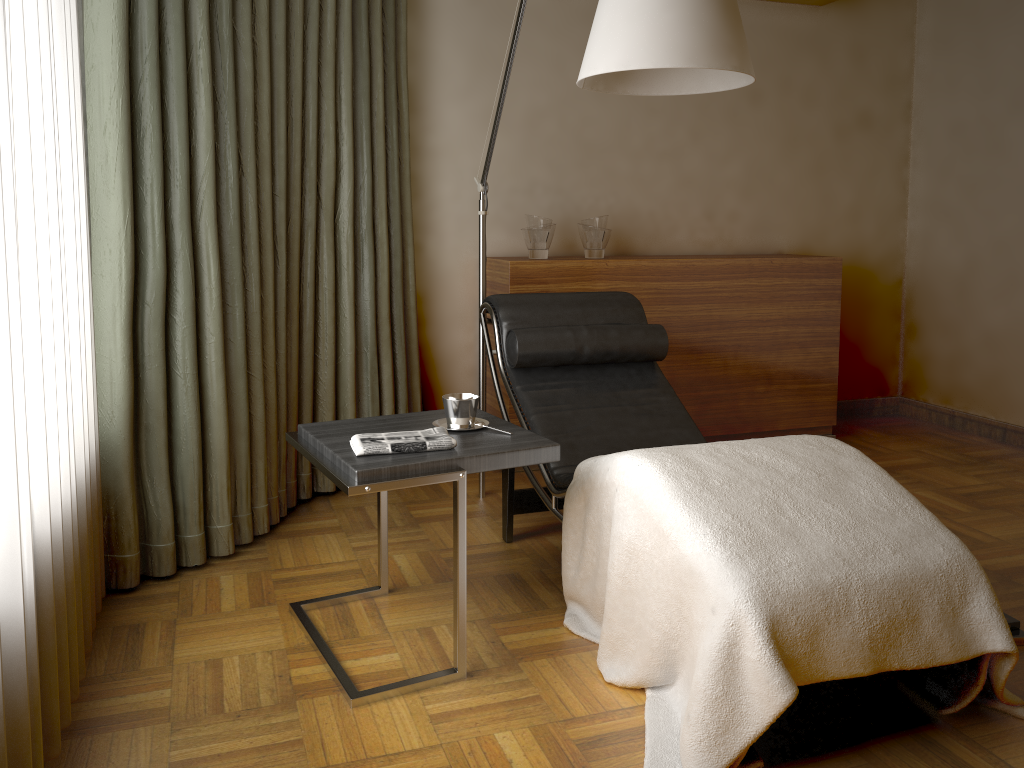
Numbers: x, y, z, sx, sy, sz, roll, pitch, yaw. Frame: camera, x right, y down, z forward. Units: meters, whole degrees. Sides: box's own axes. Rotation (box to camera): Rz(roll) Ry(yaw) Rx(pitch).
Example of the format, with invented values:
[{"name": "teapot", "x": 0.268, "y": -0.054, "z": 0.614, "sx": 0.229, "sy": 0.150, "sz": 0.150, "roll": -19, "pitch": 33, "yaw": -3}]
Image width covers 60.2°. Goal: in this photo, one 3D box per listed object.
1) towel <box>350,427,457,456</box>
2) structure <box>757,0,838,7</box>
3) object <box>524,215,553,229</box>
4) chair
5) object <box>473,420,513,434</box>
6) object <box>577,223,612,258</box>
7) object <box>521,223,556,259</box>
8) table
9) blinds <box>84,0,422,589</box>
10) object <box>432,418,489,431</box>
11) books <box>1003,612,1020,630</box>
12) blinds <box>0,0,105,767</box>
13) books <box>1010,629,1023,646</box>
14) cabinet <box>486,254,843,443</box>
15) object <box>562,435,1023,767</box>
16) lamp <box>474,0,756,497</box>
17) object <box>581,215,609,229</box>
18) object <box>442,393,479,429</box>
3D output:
[{"name": "towel", "x": -0.266, "y": 0.138, "z": 2.131, "sx": 0.241, "sy": 0.035, "sz": 0.180, "roll": -3, "pitch": 11, "yaw": -15}, {"name": "structure", "x": 0.588, "y": -1.926, "z": 4.089, "sx": 2.181, "sy": 0.129, "sz": 0.276, "roll": -3, "pitch": 10, "yaw": -19}, {"name": "object", "x": 0.115, "y": -0.662, "z": 3.849, "sx": 0.123, "sy": 0.148, "sz": 0.123, "roll": -5, "pitch": 9, "yaw": -37}, {"name": "chair", "x": 0.425, "y": 0.187, "z": 2.575, "sx": 0.636, "sy": 0.789, "sz": 1.807, "roll": -2, "pitch": 10, "yaw": -19}, {"name": "object", "x": -0.050, "y": 0.111, "z": 2.271, "sx": 0.124, "sy": 0.019, "sz": 0.029, "roll": 9, "pitch": 12, "yaw": 39}, {"name": "object", "x": 0.368, "y": -0.639, "z": 3.940, "sx": 0.156, "sy": 0.153, "sz": 0.157, "roll": -4, "pitch": 9, "yaw": -29}, {"name": "object", "x": 0.115, "y": -0.624, "z": 3.852, "sx": 0.156, "sy": 0.153, "sz": 0.157, "roll": 4, "pitch": 9, "yaw": 27}, {"name": "table", "x": -0.226, "y": 0.148, "z": 2.251, "sx": 0.519, "sy": 0.044, "sz": 0.504, "roll": -5, "pitch": 12, "yaw": -27}, {"name": "blinds", "x": -0.791, "y": -0.752, "z": 3.055, "sx": 0.225, "sy": 2.430, "sz": 1.545, "roll": 3, "pitch": 7, "yaw": 25}, {"name": "object", "x": -0.135, "y": 0.107, "z": 2.327, "sx": 0.150, "sy": 0.009, "sz": 0.151, "roll": -2, "pitch": 11, "yaw": -14}, {"name": "books", "x": 1.150, "y": 0.607, "z": 2.320, "sx": 0.265, "sy": 0.020, "sz": 0.191, "roll": -3, "pitch": 11, "yaw": -15}, {"name": "blinds", "x": -0.810, "y": -0.384, "z": 1.381, "sx": 0.092, "sy": 2.269, "sz": 2.217, "roll": -2, "pitch": 8, "yaw": -19}, {"name": "books", "x": 1.158, "y": 0.630, "z": 2.307, "sx": 0.280, "sy": 0.022, "sz": 0.202, "roll": -1, "pitch": 10, "yaw": -5}, {"name": "cabinet", "x": 0.710, "y": -0.165, "z": 4.152, "sx": 1.675, "sy": 0.854, "sz": 0.419, "roll": -3, "pitch": 7, "yaw": -19}, {"name": "object", "x": 0.583, "y": 0.427, "z": 2.087, "sx": 0.918, "sy": 0.515, "sz": 0.918, "roll": -3, "pitch": 10, "yaw": -19}, {"name": "lamp", "x": 0.260, "y": -0.391, "z": 2.764, "sx": 0.452, "sy": 1.949, "sz": 1.428, "roll": -1, "pitch": 7, "yaw": -15}, {"name": "object", "x": 0.368, "y": -0.677, "z": 3.936, "sx": 0.123, "sy": 0.148, "sz": 0.123, "roll": -6, "pitch": 10, "yaw": -39}, {"name": "object", "x": -0.137, "y": 0.070, "z": 2.330, "sx": 0.098, "sy": 0.078, "sz": 0.112, "roll": -2, "pitch": 9, "yaw": -18}]
